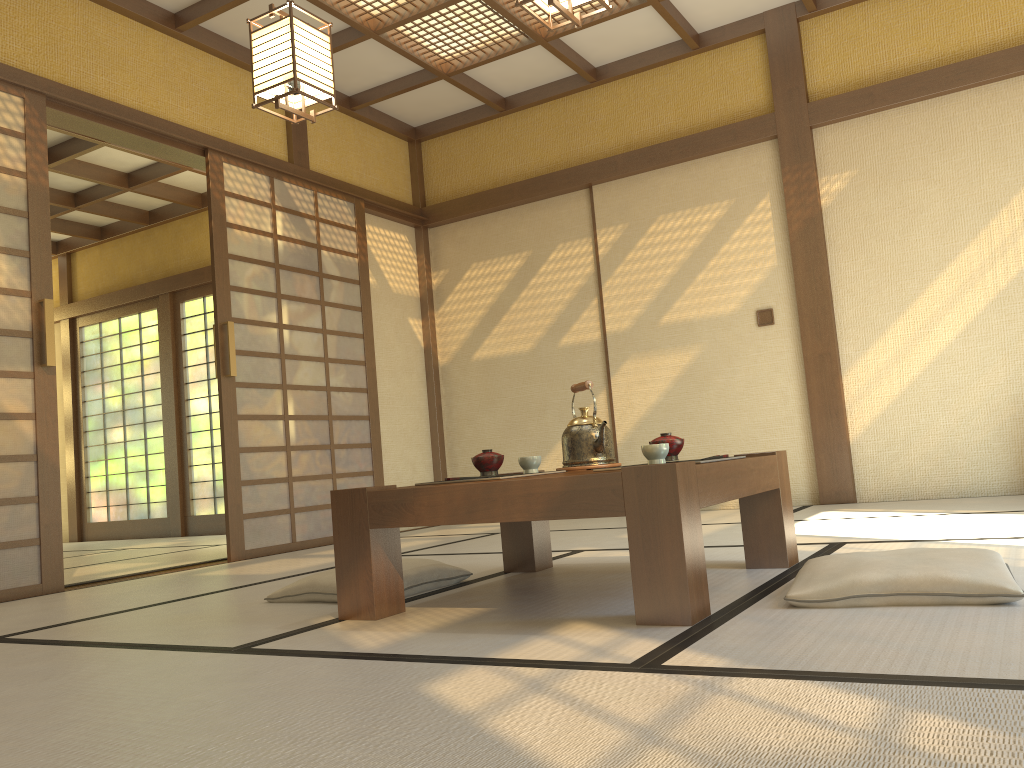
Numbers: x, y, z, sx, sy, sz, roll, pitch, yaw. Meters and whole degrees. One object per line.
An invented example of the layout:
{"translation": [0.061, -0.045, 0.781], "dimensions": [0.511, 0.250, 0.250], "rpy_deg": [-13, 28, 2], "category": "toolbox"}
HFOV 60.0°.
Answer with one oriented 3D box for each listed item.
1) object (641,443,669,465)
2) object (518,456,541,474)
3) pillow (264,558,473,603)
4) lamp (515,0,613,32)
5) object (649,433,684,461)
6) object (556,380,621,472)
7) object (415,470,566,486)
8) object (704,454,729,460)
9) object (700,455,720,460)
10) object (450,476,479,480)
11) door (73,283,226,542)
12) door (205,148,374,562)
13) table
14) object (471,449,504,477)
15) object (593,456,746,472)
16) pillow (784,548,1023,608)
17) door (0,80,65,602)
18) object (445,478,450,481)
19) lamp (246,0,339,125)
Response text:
{"translation": [0.383, 0.187, 2.362], "dimensions": [0.074, 0.052, 0.073], "rpy_deg": [-3, -5, -17], "category": "object"}
{"translation": [0.058, 0.255, 2.802], "dimensions": [0.074, 0.052, 0.073], "rpy_deg": [-3, -5, -17], "category": "object"}
{"translation": [-0.473, 0.655, 2.957], "dimensions": [0.496, 0.107, 0.486], "rpy_deg": [-8, -6, 34], "category": "pillow"}
{"translation": [0.122, -1.729, 2.873], "dimensions": [0.240, 1.129, 0.240], "rpy_deg": [-8, -6, 30], "category": "lamp"}
{"translation": [0.442, 0.180, 2.525], "dimensions": [0.100, 0.080, 0.100], "rpy_deg": [-8, -6, 30], "category": "object"}
{"translation": [0.248, 0.140, 2.983], "dimensions": [0.226, 0.296, 0.219], "rpy_deg": [-7, -6, 25], "category": "object"}
{"translation": [-0.058, 0.288, 2.720], "dimensions": [0.300, 0.007, 0.400], "rpy_deg": [-8, -6, 30], "category": "object"}
{"translation": [0.563, 0.201, 2.444], "dimensions": [0.008, 0.008, 0.200], "rpy_deg": [-8, -6, 31], "category": "object"}
{"translation": [0.548, 0.203, 2.454], "dimensions": [0.008, 0.008, 0.200], "rpy_deg": [-8, -6, 26], "category": "object"}
{"translation": [-0.144, 0.293, 2.779], "dimensions": [0.008, 0.008, 0.200], "rpy_deg": [-7, -6, 24], "category": "object"}
{"translation": [-3.075, 0.279, 8.126], "dimensions": [2.890, 2.230, 0.140], "rpy_deg": [-8, -6, 30], "category": "door"}
{"translation": [-1.301, -0.154, 5.342], "dimensions": [0.076, 2.265, 1.230], "rpy_deg": [-8, -6, 30], "category": "door"}
{"translation": [0.197, 0.424, 2.600], "dimensions": [1.000, 0.350, 1.000], "rpy_deg": [-8, -6, 30], "category": "table"}
{"translation": [-0.072, 0.239, 2.684], "dimensions": [0.100, 0.080, 0.100], "rpy_deg": [-8, -6, 30], "category": "object"}
{"translation": [0.446, 0.221, 2.466], "dimensions": [0.300, 0.007, 0.400], "rpy_deg": [-8, -6, 30], "category": "object"}
{"translation": [0.933, 0.458, 2.137], "dimensions": [0.486, 0.107, 0.496], "rpy_deg": [-7, -6, 24], "category": "pillow"}
{"translation": [-2.400, -0.232, 3.478], "dimensions": [0.076, 2.265, 1.230], "rpy_deg": [-8, -6, 30], "category": "door"}
{"translation": [-0.154, 0.295, 2.788], "dimensions": [0.008, 0.008, 0.200], "rpy_deg": [-8, -6, 28], "category": "object"}
{"translation": [-0.877, -1.590, 3.456], "dimensions": [0.240, 1.129, 0.240], "rpy_deg": [-8, -6, 30], "category": "lamp"}
